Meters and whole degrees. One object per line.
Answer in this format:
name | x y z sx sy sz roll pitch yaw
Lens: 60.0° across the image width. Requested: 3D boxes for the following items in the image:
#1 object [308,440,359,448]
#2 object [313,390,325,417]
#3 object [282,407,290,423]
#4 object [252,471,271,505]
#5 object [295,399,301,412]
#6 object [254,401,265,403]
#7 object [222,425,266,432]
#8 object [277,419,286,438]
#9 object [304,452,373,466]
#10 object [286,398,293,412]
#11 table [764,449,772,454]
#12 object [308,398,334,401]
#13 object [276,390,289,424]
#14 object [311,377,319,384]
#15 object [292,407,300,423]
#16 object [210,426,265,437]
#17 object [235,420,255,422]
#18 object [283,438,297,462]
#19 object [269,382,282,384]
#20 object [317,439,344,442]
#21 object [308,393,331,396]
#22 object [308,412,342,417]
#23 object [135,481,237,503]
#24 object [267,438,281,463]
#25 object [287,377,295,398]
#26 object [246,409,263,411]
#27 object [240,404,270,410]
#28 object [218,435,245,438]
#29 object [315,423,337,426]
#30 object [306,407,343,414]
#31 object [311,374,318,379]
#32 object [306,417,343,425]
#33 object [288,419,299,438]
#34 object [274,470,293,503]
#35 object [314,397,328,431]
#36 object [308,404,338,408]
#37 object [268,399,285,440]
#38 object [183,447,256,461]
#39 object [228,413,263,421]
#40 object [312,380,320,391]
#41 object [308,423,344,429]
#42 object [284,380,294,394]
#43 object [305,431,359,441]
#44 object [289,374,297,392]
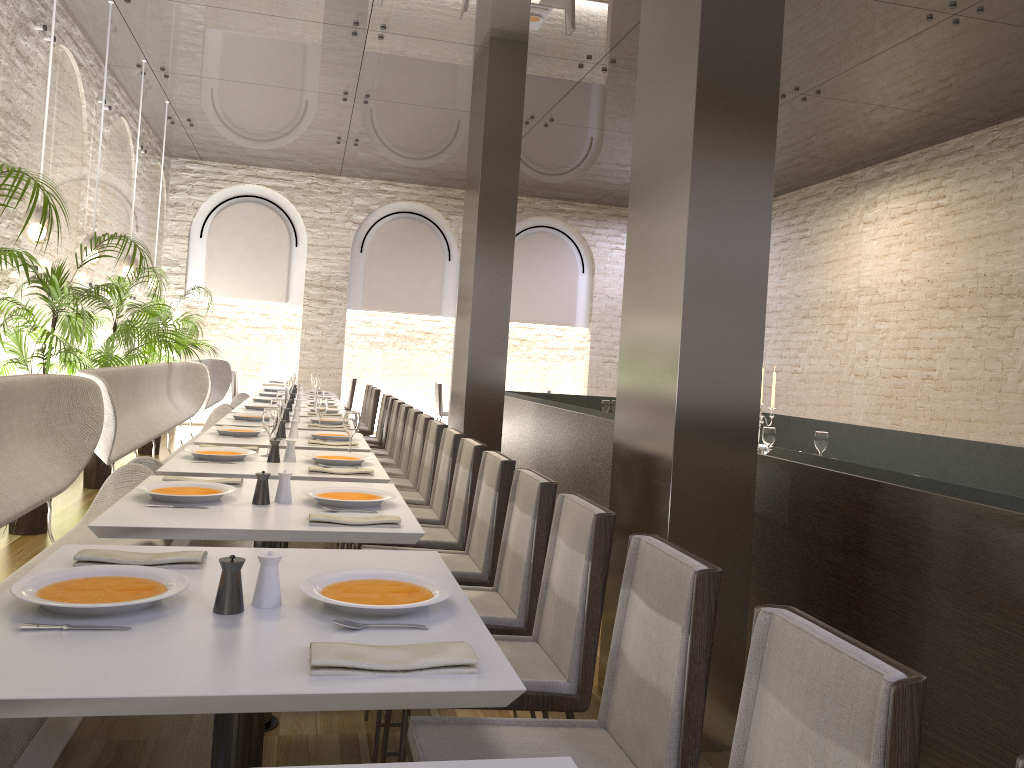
object | -1.004 0.335 4.973 0.272 0.033 0.143 4 1 -13
object | -1.464 0.160 6.697 0.086 0.231 0.086 3 -1 29
object | -1.612 0.219 6.327 0.059 0.109 0.059 4 -1 -21
object | -0.834 0.344 2.957 0.059 0.109 0.059 4 -1 -21
object | -1.818 0.178 7.528 0.059 0.109 0.059 4 -1 -21
object | -2.346 0.174 8.388 0.185 0.010 0.017 4 1 -13
object | -1.666 0.279 5.542 0.272 0.033 0.143 4 1 -13
object | -1.351 0.261 5.195 0.059 0.109 0.059 4 -1 -21
object | -0.821 0.358 4.190 0.322 0.036 0.321 4 1 22
object | -1.876 0.176 7.468 0.059 0.109 0.059 4 -1 -21
table | 1.612 0.877 5.971 1.100 0.760 2.539 4 1 -13
object | -2.029 0.169 9.411 0.272 0.033 0.143 4 1 -13
object | -1.610 0.162 6.198 0.086 0.231 0.086 3 -1 29
object | -2.231 0.036 10.013 0.086 0.231 0.086 4 -1 17
object | -1.554 0.221 6.387 0.059 0.109 0.059 4 -1 -21
object | -1.606 0.283 5.206 0.321 0.036 0.322 3 1 -31
object | -1.831 0.257 6.157 0.185 0.010 0.017 4 1 -13
object | -1.031 0.306 4.121 0.059 0.109 0.059 4 -1 -5
object | -3.563 -0.016 13.356 0.185 0.010 0.017 4 1 -13
object | -1.047 0.329 5.144 0.181 0.015 0.038 4 1 -12
object | -2.286 0.128 10.522 0.272 0.033 0.143 4 1 -13
object | -1.529 0.250 7.246 0.272 0.033 0.143 4 1 -13
object | -1.089 0.367 2.968 0.321 0.036 0.322 3 1 -35
object | -1.089 0.303 4.061 0.059 0.109 0.059 4 -1 -5
object | -2.376 0.038 9.514 0.086 0.231 0.086 4 -1 17
object | -2.095 0.215 7.298 0.185 0.010 0.017 4 1 -13
object | -2.131 0.198 7.478 0.321 0.036 0.322 3 1 -35
object | -1.570 0.300 5.025 0.185 0.010 0.017 4 1 -13
object | -1.309 0.287 6.276 0.181 0.015 0.038 4 1 -12
object | -1.608 0.230 7.597 0.321 0.036 0.322 3 1 -35
object | -2.484 -0.005 11.112 0.086 0.231 0.086 4 -1 17
object | -1.344 0.273 6.456 0.321 0.036 0.322 3 1 -35
object | -1.293 0.263 5.255 0.059 0.109 0.059 4 -1 -21
object | -0.776 0.347 3.017 0.059 0.109 0.059 4 -1 -21
object | -1.209 0.202 5.590 0.086 0.231 0.086 4 -1 -7
object | -1.781 0.210 8.336 0.272 0.033 0.143 4 1 -13
object | -1.354 0.203 5.091 0.086 0.231 0.086 3 -1 35
object | -1.344 0.325 4.072 0.322 0.036 0.321 4 1 22
object | -1.867 0.241 6.337 0.321 0.036 0.322 3 1 -35
object | -1.984 0.076 8.944 0.086 0.231 0.086 4 -1 17
object | -1.265 0.293 6.105 0.272 0.033 0.143 4 1 -13
object | -2.129 0.078 8.445 0.086 0.231 0.086 4 -1 17
object | -1.083 0.315 5.324 0.321 0.036 0.322 3 1 -31
object | -2.630 -0.003 10.613 0.086 0.231 0.086 4 -1 17
